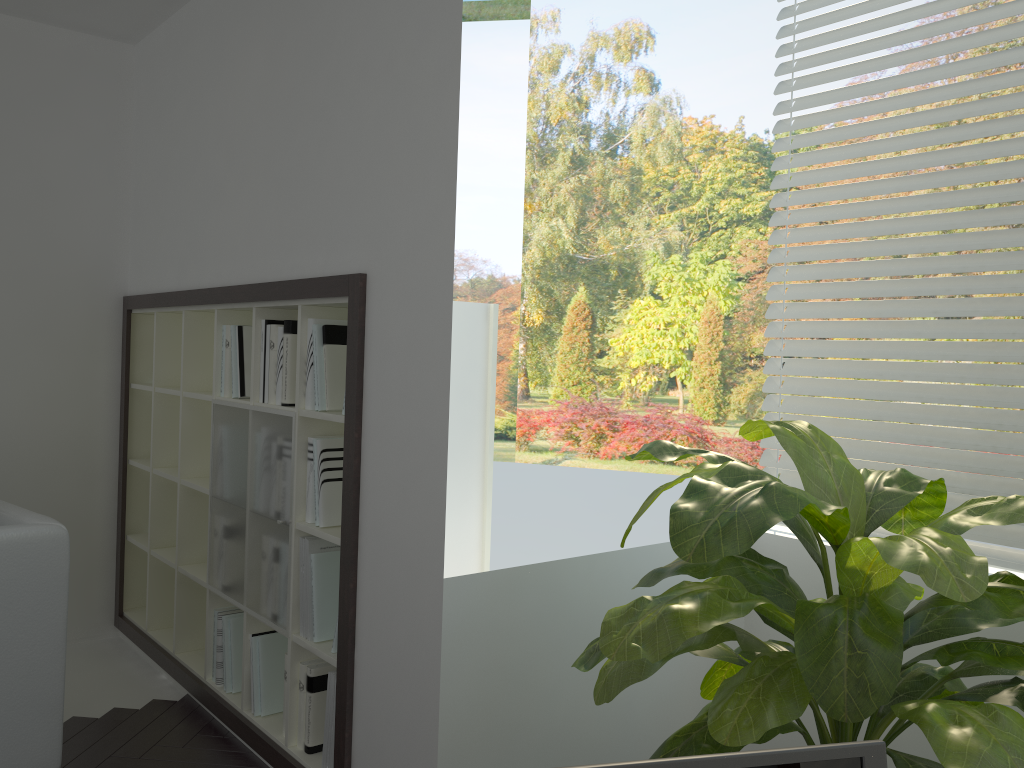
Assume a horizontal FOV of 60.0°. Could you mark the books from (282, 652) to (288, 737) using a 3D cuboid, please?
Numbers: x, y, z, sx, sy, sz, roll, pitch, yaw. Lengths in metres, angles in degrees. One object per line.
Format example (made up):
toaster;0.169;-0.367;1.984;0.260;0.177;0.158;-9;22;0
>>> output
books;-0.631;0.976;2.842;0.207;0.258;0.040;1;1;-39

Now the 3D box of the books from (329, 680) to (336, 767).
books;-0.428;0.973;2.580;0.211;0.297;0.032;1;1;-39

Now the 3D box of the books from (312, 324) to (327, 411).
books;-0.509;-0.049;2.702;0.207;0.259;0.060;1;1;-39

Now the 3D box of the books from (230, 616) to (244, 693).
books;-0.905;0.955;3.176;0.207;0.257;0.058;1;1;-39

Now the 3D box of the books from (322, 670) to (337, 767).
books;-0.453;0.971;2.609;0.211;0.297;0.032;1;1;-39

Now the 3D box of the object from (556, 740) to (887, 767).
object;0.185;0.466;0.605;0.380;0.288;0.320;2;1;-14

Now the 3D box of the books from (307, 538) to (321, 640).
books;-0.530;0.617;2.718;0.211;0.297;0.032;1;1;-40

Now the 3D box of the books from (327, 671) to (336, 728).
books;-0.446;0.969;2.608;0.214;0.299;0.032;1;1;-39

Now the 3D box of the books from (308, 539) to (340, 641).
books;-0.526;0.617;2.715;0.211;0.297;0.032;1;1;-40

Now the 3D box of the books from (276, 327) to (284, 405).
books;-0.670;-0.057;2.906;0.207;0.251;0.040;1;1;-39

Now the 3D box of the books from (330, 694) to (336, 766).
books;-0.424;0.973;2.576;0.211;0.297;0.032;1;1;-39

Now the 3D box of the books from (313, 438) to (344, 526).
books;-0.507;0.294;2.704;0.207;0.259;0.060;1;1;-39

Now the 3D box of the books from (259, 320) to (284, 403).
books;-0.750;-0.075;3.002;0.207;0.275;0.040;1;1;-39

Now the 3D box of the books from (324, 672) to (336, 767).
books;-0.443;0.970;2.596;0.216;0.301;0.032;1;1;-39

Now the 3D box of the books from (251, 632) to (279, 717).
books;-0.775;0.967;2.993;0.207;0.257;0.058;1;1;-39

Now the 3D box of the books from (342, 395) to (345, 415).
books;-0.376;-0.037;2.541;0.207;0.254;0.077;1;1;-39

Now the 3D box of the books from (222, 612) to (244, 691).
books;-0.942;0.953;3.202;0.207;0.259;0.060;1;1;-39

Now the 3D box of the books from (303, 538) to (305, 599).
books;-0.547;0.616;2.740;0.211;0.297;0.032;1;1;-40

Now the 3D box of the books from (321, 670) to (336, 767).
books;-0.455;0.971;2.614;0.211;0.297;0.032;1;1;-39

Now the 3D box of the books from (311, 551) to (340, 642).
books;-0.512;0.636;2.698;0.207;0.259;0.060;1;1;-39

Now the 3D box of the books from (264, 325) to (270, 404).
books;-0.724;-0.065;2.970;0.207;0.258;0.040;1;1;-39

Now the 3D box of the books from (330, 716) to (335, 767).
books;-0.422;0.973;2.571;0.211;0.297;0.032;1;1;-39

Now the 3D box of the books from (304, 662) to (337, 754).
books;-0.537;0.983;2.735;0.207;0.258;0.040;1;1;-39

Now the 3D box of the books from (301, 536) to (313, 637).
books;-0.554;0.615;2.748;0.211;0.297;0.032;1;1;-40

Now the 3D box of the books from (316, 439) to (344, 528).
books;-0.491;0.295;2.684;0.207;0.259;0.060;1;1;-39

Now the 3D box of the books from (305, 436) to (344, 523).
books;-0.537;0.291;2.747;0.207;0.258;0.040;1;1;-39

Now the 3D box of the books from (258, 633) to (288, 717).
books;-0.752;0.966;2.989;0.207;0.257;0.058;1;1;-39

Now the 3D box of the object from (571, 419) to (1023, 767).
object;0.671;0.687;1.779;1.121;1.198;1.026;3;2;29

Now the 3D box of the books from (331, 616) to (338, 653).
books;-0.411;0.650;2.578;0.207;0.245;0.085;1;1;-39

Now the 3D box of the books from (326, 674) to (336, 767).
books;-0.438;0.972;2.593;0.211;0.297;0.032;1;1;-39

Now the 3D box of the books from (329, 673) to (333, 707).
books;-0.443;0.969;2.604;0.214;0.299;0.032;1;1;-39

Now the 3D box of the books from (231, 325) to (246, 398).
books;-0.906;-0.078;3.187;0.207;0.259;0.060;1;1;-39

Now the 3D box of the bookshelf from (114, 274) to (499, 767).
bookshelf;-0.925;0.402;3.369;0.501;1.496;2.101;1;2;-39

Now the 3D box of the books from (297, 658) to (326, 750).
books;-0.566;0.981;2.763;0.207;0.258;0.040;1;1;-39

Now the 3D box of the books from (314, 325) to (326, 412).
books;-0.495;-0.045;2.680;0.207;0.257;0.058;1;1;-39

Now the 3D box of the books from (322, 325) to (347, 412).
books;-0.472;-0.046;2.676;0.207;0.257;0.058;1;1;-39

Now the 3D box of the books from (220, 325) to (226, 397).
books;-0.965;-0.082;3.263;0.207;0.258;0.040;1;1;-39

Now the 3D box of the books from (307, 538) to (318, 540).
books;-0.530;0.614;2.725;0.214;0.299;0.032;1;1;-40

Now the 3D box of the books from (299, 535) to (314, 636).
books;-0.562;0.614;2.756;0.211;0.297;0.032;1;1;-40

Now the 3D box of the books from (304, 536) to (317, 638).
books;-0.541;0.614;2.730;0.216;0.301;0.032;1;1;-40

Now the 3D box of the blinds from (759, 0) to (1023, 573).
blinds;2.119;-1.588;1.264;1.219;4.264;3.920;2;1;-21

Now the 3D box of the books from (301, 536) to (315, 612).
books;-0.550;0.613;2.744;0.219;0.302;0.032;1;1;-40

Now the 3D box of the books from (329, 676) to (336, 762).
books;-0.431;0.970;2.584;0.219;0.302;0.032;1;1;-39

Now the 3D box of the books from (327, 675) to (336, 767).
books;-0.435;0.973;2.589;0.211;0.297;0.032;1;1;-39

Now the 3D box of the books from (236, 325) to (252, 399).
books;-0.883;-0.077;3.176;0.207;0.257;0.058;1;1;-39

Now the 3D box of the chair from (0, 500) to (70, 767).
chair;-1.998;0.763;2.529;1.156;0.816;0.944;3;2;41

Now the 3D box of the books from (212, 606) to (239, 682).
books;-1.001;0.950;3.279;0.207;0.258;0.040;1;1;-39

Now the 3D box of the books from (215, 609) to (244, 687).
books;-0.975;0.952;3.240;0.207;0.258;0.040;1;1;-39

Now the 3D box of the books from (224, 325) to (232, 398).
books;-0.939;-0.080;3.223;0.207;0.258;0.040;1;1;-39

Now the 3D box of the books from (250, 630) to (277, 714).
books;-0.788;0.964;3.015;0.207;0.259;0.060;1;1;-39

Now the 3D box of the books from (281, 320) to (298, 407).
books;-0.639;-0.065;2.864;0.207;0.272;0.053;1;1;-39

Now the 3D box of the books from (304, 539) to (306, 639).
books;-0.544;0.616;2.736;0.211;0.297;0.032;1;1;-40

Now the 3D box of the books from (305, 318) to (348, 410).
books;-0.536;-0.059;2.742;0.207;0.275;0.040;1;1;-39

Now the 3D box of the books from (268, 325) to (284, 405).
books;-0.702;-0.063;2.934;0.207;0.258;0.040;1;1;-39

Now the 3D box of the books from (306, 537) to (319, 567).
books;-0.533;0.614;2.729;0.214;0.299;0.032;1;1;-40

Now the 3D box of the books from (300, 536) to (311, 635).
books;-0.558;0.615;2.753;0.211;0.297;0.032;1;1;-40

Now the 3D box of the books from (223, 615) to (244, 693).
books;-0.929;0.956;3.179;0.207;0.257;0.058;1;1;-39
